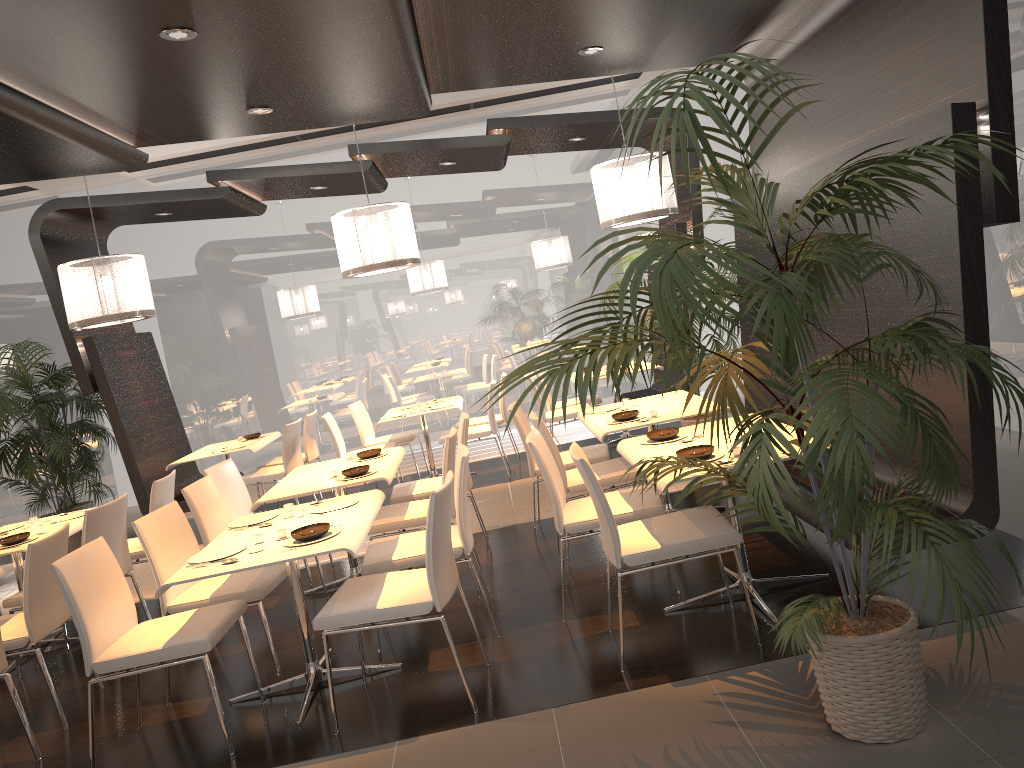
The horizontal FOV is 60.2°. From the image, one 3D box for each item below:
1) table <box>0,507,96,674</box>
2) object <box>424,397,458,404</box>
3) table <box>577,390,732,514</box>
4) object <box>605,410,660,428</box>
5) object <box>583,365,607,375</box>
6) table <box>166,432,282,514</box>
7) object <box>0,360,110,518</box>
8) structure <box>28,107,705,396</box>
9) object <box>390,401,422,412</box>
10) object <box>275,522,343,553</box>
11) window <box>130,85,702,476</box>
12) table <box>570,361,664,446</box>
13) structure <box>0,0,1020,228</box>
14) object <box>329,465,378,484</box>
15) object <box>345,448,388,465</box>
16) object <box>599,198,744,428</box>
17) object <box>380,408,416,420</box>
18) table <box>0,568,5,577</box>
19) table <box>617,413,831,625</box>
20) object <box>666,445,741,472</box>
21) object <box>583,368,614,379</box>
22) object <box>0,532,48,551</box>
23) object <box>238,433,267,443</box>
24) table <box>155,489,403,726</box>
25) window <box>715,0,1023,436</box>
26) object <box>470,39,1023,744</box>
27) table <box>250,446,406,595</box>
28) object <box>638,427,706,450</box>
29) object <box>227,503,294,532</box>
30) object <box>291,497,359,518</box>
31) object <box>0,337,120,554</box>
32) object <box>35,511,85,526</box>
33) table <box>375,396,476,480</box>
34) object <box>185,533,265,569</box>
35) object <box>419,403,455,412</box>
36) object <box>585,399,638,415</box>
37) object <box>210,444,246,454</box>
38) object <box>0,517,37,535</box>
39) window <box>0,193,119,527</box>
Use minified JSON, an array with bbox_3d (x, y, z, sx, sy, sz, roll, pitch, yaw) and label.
[{"bbox_3d":[-2.996,1.291,5.434,0.800,0.725,1.150,-11,4,-2],"label":"table"},{"bbox_3d":[-0.714,0.152,8.880,0.336,0.038,0.377,-12,5,-13],"label":"object"},{"bbox_3d":[0.929,0.512,5.587,0.800,0.725,1.150,-11,4,-2],"label":"table"},{"bbox_3d":[0.711,0.192,5.265,0.303,0.044,0.366,-11,5,-3],"label":"object"},{"bbox_3d":[0.812,-0.151,8.891,0.303,0.044,0.366,-11,5,-3],"label":"object"},{"bbox_3d":[-2.661,0.957,8.462,0.800,0.725,1.150,-11,4,-2],"label":"table"},{"bbox_3d":[-4.640,0.585,9.325,1.517,2.058,1.551,-13,3,-40],"label":"object"},{"bbox_3d":[-1.203,-1.341,8.491,5.936,1.726,1.404,-11,2,-2],"label":"structure"},{"bbox_3d":[-1.053,0.226,8.786,0.335,0.038,0.377,-12,5,-8],"label":"object"},{"bbox_3d":[-0.880,0.636,3.762,0.303,0.044,0.366,-11,5,-3],"label":"object"},{"bbox_3d":[-1.118,-1.227,10.764,6.582,3.977,0.070,-11,1,-2],"label":"window"},{"bbox_3d":[1.057,0.219,8.600,0.800,0.725,1.150,-11,4,-2],"label":"table"},{"bbox_3d":[-3.318,-0.592,4.659,10.666,1.735,2.909,-11,4,-2],"label":"structure"},{"bbox_3d":[-0.941,0.520,5.194,0.303,0.044,0.366,-11,5,-3],"label":"object"},{"bbox_3d":[-0.969,0.468,5.842,0.303,0.044,0.366,-11,5,-3],"label":"object"},{"bbox_3d":[1.507,-0.425,7.194,1.500,2.058,1.569,-11,2,11],"label":"object"},{"bbox_3d":[-1.056,0.281,8.177,0.335,0.038,0.377,-12,5,-8],"label":"object"},{"bbox_3d":[-2.897,1.404,3.944,0.800,0.725,1.150,-11,4,-2],"label":"table"},{"bbox_3d":[1.026,0.625,4.099,0.800,0.725,1.150,-11,4,-2],"label":"table"},{"bbox_3d":[0.824,0.300,3.794,0.303,0.044,0.366,-11,5,-3],"label":"object"},{"bbox_3d":[0.833,-0.097,8.274,0.335,0.038,0.377,-12,5,-8],"label":"object"},{"bbox_3d":[-2.917,0.909,5.156,0.303,0.044,0.366,-11,5,-3],"label":"object"},{"bbox_3d":[-2.592,0.526,8.757,0.303,0.044,0.366,-11,5,-3],"label":"object"},{"bbox_3d":[-0.960,1.019,4.025,0.800,0.725,1.150,-11,4,-2],"label":"table"},{"bbox_3d":[2.820,-1.666,7.055,0.070,3.971,6.598,-11,4,-1],"label":"window"},{"bbox_3d":[0.902,0.088,2.760,1.551,2.058,1.518,-9,3,44],"label":"object"},{"bbox_3d":[-0.908,0.876,5.525,1.053,0.725,1.150,-11,4,-2],"label":"table"},{"bbox_3d":[0.788,0.254,4.400,0.303,0.044,0.366,-11,5,-3],"label":"object"},{"bbox_3d":[-1.234,0.656,4.346,0.335,0.038,0.377,-12,5,-8],"label":"object"},{"bbox_3d":[-0.929,0.594,4.377,0.336,0.038,0.377,-12,5,-13],"label":"object"},{"bbox_3d":[-4.378,0.629,8.252,1.564,2.058,1.505,-11,2,-8],"label":"object"},{"bbox_3d":[-2.926,0.859,5.778,0.336,0.038,0.377,-12,5,-13],"label":"object"},{"bbox_3d":[-0.808,0.589,8.528,0.800,0.725,1.150,-11,4,-2],"label":"table"},{"bbox_3d":[-1.208,0.706,3.733,0.335,0.038,0.377,-12,5,-8],"label":"object"},{"bbox_3d":[-0.703,0.204,8.264,0.336,0.038,0.377,-12,5,-13],"label":"object"},{"bbox_3d":[0.656,0.152,5.865,0.335,0.038,0.377,-12,5,-8],"label":"object"},{"bbox_3d":[-2.626,0.587,8.182,0.336,0.038,0.377,-12,5,-13],"label":"object"},{"bbox_3d":[-3.259,0.930,5.712,0.335,0.038,0.377,-12,5,-8],"label":"object"},{"bbox_3d":[-8.178,0.177,10.468,6.582,3.977,0.070,-11,1,-2],"label":"window"}]
